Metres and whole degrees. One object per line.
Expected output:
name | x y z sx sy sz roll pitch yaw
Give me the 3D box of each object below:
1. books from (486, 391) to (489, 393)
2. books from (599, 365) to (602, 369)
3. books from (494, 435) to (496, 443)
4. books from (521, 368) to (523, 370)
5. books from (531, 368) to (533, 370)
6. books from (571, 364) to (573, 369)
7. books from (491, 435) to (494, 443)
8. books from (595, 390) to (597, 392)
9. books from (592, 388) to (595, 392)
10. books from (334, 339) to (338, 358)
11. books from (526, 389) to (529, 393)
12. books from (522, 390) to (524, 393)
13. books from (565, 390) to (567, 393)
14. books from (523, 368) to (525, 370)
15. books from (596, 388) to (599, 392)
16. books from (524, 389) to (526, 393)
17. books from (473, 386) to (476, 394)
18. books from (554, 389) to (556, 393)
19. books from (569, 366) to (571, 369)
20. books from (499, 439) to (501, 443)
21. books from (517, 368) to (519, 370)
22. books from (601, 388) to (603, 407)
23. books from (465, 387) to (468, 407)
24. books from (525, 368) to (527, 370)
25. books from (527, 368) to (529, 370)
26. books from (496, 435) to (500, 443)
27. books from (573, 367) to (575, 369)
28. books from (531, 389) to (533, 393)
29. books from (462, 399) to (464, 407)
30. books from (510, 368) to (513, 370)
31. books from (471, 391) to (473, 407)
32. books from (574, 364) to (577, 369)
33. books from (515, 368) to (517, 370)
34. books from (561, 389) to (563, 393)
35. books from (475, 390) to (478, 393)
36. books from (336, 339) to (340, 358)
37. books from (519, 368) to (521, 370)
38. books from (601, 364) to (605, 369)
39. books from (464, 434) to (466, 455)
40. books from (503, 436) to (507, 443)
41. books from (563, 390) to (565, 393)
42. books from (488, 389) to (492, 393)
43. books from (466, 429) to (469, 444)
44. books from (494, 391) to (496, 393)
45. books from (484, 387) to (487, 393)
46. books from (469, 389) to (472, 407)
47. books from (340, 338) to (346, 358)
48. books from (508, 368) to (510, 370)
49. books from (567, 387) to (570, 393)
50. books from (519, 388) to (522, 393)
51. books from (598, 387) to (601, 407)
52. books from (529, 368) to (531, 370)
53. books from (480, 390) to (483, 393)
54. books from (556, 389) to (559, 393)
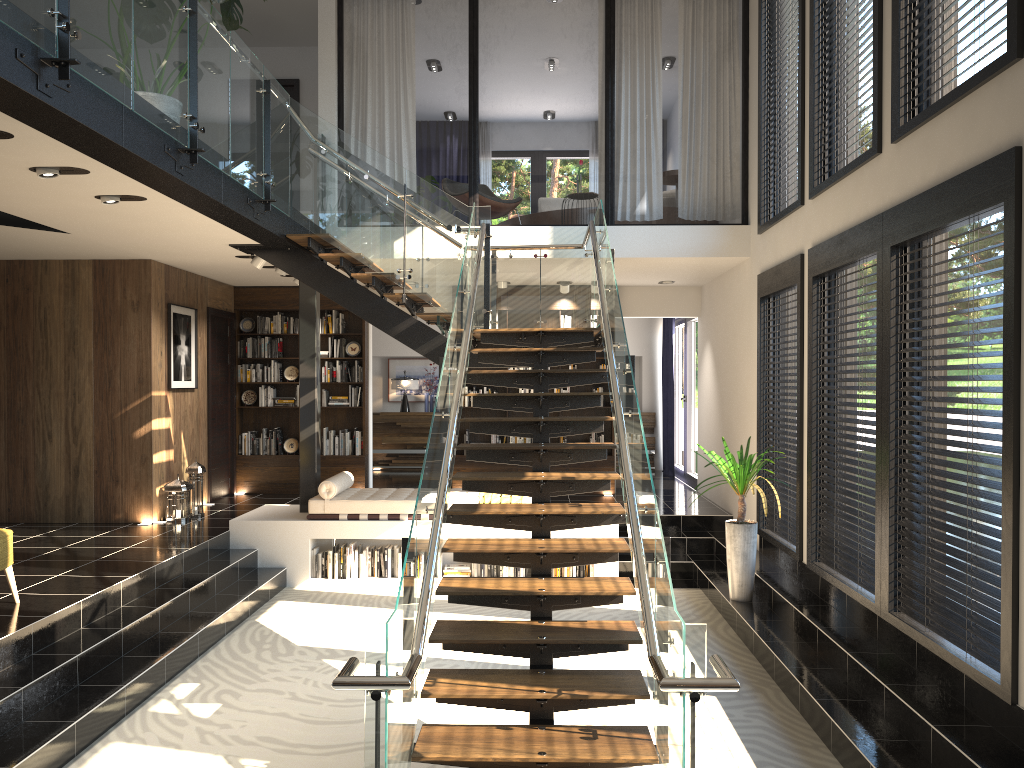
books | -0.315 0.193 11.536 0.030 0.205 0.170 0 0 2
books | 1.151 -0.131 11.492 0.026 0.219 0.156 0 0 2
books | -0.217 0.772 11.549 0.031 0.310 0.169 0 1 2
books | 0.131 -0.152 11.483 0.028 0.258 0.208 0 0 2
books | 0.261 -0.112 11.494 0.021 0.176 0.161 0 0 2
books | 0.776 -0.152 11.506 0.023 0.261 0.146 0 1 2
books | -0.248 0.785 11.532 0.030 0.284 0.177 0 1 2
books | 1.084 0.187 11.459 0.025 0.212 0.168 0 0 2
books | 1.056 0.171 11.449 0.030 0.244 0.176 0 0 2
books | -2.285 -0.459 11.576 0.025 0.235 0.232 0 0 2
books | 0.199 0.172 11.459 0.036 0.244 0.194 0 0 2
books | 0.139 0.185 11.454 0.023 0.218 0.196 0 0 2
books | 0.697 0.188 11.453 0.026 0.209 0.184 0 0 2
books | 0.158 -0.124 11.504 0.026 0.201 0.146 0 0 2
books | 1.108 0.170 11.467 0.023 0.246 0.147 0 1 2
books | 0.166 0.171 11.485 0.030 0.245 0.166 0 1 2
books | -0.485 0.159 11.531 0.029 0.272 0.152 0 1 2
books | 0.559 0.162 11.482 0.026 0.263 0.156 0 1 2
books | 0.753 -0.131 11.510 0.024 0.219 0.174 0 0 2
books | -0.153 0.821 11.565 0.023 0.212 0.123 0 1 2
books | 0.077 -0.137 11.482 0.027 0.228 0.208 0 0 2
books | 1.157 0.169 11.467 0.022 0.247 0.132 0 1 2
books | -0.588 0.166 11.525 0.029 0.258 0.181 0 0 2
books | 0.181 -0.126 11.501 0.020 0.206 0.147 0 0 2
books | 0.206 -0.145 11.486 0.030 0.244 0.142 0 1 2
books | -0.183 0.776 11.544 0.036 0.302 0.186 0 1 2
books | 0.800 -0.120 11.489 0.026 0.196 0.147 0 0 2
books | 0.251 0.163 11.489 0.067 0.261 0.159 0 1 2
books | -0.640 0.195 11.525 0.028 0.199 0.175 0 0 2
books | -0.002 -0.159 11.505 0.031 0.272 0.158 0 1 2
books | -0.511 0.196 11.528 0.024 0.197 0.173 0 0 2
books | 0.826 -0.143 11.519 0.025 0.243 0.119 0 1 2
books | 0.052 -0.122 11.491 0.024 0.197 0.174 0 0 2
books | 0.643 0.176 11.485 0.025 0.232 0.156 0 1 2
books | -0.459 0.187 11.544 0.021 0.216 0.170 0 0 2
books | -2.249 -0.461 11.593 0.047 0.238 0.225 0 0 2
books | 0.104 -0.143 11.490 0.027 0.239 0.153 0 1 2
books | 1.178 -0.141 11.482 0.028 0.240 0.187 0 0 2
books | -0.603 0.792 11.573 0.025 0.270 0.156 0 1 2
books | -0.104 0.799 11.547 0.075 0.254 0.181 0 0 2
books | 0.670 0.186 11.472 0.029 0.214 0.149 0 0 2
books | -0.270 0.177 11.515 0.070 0.236 0.206 0 0 2
books | -0.578 0.757 11.528 0.028 0.340 0.203 0 1 2
books | -0.221 0.190 11.516 0.028 0.210 0.169 0 0 2
books | -0.345 0.167 11.512 0.029 0.256 0.167 0 1 2
books | -0.537 0.182 11.536 0.028 0.227 0.136 0 1 2
books | -2.209 -0.467 11.577 0.035 0.251 0.196 0 0 2
books | -0.033 -0.137 11.509 0.030 0.228 0.176 0 0 2
books | 0.726 0.154 11.462 0.031 0.277 0.168 0 1 2
books | 0.113 0.152 11.490 0.030 0.284 0.176 0 1 2
books | 1.132 0.167 11.444 0.026 0.251 0.178 0 0 2
books | 0.235 -0.139 11.473 0.028 0.231 0.167 0 0 2
books | -0.401 0.184 11.523 0.030 0.222 0.190 0 0 2
books | 0.591 0.178 11.491 0.037 0.232 0.231 0 0 2
